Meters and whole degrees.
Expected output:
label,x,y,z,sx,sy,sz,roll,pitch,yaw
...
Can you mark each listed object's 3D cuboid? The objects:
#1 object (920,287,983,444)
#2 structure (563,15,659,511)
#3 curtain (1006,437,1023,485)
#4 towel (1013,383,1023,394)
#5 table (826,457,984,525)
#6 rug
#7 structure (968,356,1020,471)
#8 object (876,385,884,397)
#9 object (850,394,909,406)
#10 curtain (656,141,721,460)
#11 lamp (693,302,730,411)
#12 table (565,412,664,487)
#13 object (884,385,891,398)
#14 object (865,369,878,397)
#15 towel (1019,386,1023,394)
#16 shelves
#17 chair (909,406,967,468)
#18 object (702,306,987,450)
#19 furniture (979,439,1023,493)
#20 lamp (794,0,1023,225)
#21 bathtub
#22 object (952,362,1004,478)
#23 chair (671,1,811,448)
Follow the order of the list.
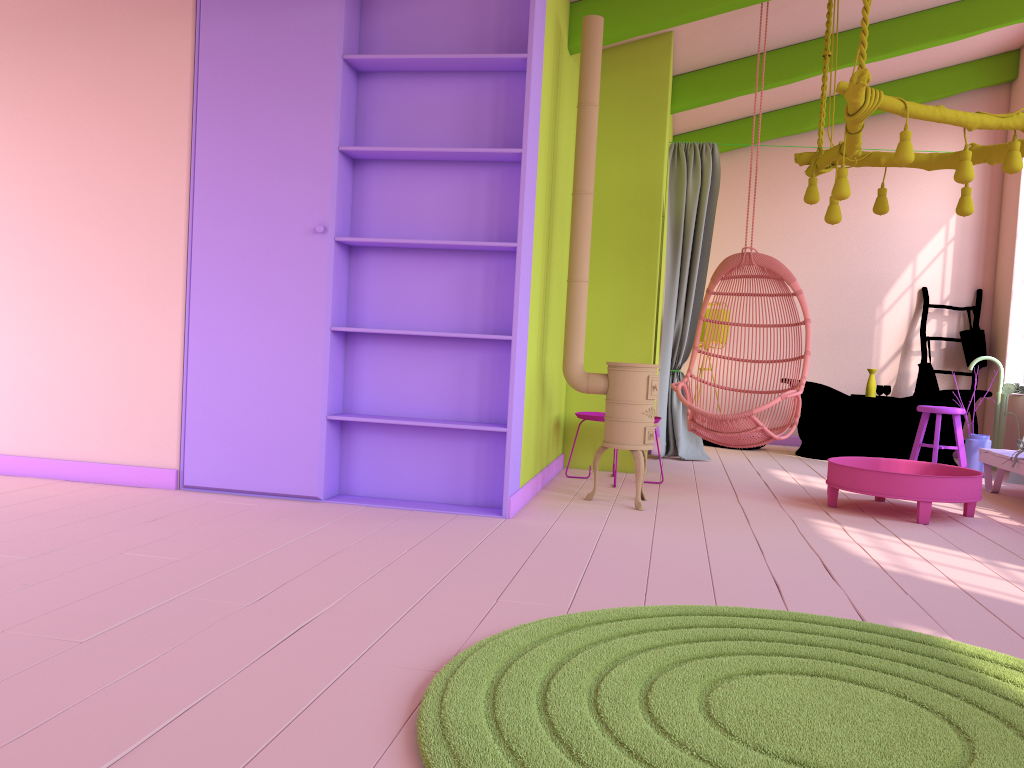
label,x,y,z,sx,sy,sz,roll,pitch,yaw
object,4.454,-0.107,9.023,0.603,1.765,0.409,4,3,10
structure,0.655,-0.706,5.246,0.577,2.816,0.403,5,3,27
curtain,4.392,-0.521,7.201,0.518,2.787,0.525,5,3,29
towel,4.833,0.046,8.322,0.262,0.102,0.247,4,2,11
table,2.403,0.647,5.472,0.885,0.286,0.885,5,3,36
rug,0.737,0.807,2.067,1.889,0.050,1.888,3,2,-2
structure,4.502,0.274,8.264,0.254,1.062,0.451,1,3,-36
object,3.431,0.096,8.276,0.069,0.170,0.069,5,3,30
object,3.495,0.153,8.466,0.360,0.068,1.323,4,2,10
curtain,1.511,-0.755,7.731,0.518,2.787,0.525,3,3,-9
lamp,2.016,-0.133,9.365,0.491,1.467,0.476,5,4,40
table,0.719,0.441,6.133,0.596,0.459,0.595,1,3,-42
object,3.559,0.098,8.419,0.069,0.170,0.069,5,3,30
object,3.419,0.017,8.443,0.097,0.321,0.097,4,3,22
towel,4.785,0.053,8.059,0.247,0.102,0.262,3,2,1
shelves,-0.819,-0.900,4.757,1.841,3.106,0.384,4,3,10
chair,3.512,0.484,7.350,0.473,0.593,0.446,2,3,-21
object,2.693,0.013,5.574,2.826,1.581,7.862,4,2,11
furniture,3.627,0.623,4.954,0.907,0.507,3.774,4,2,10
lamp,2.403,-2.081,5.326,1.611,2.266,1.774,3,3,-8
bathtub,3.516,0.366,8.470,1.889,0.740,0.826,4,3,10
object,3.978,0.299,7.605,0.277,0.988,0.451,1,3,-35
chair,1.587,-1.131,5.910,0.860,3.131,0.806,5,3,30
